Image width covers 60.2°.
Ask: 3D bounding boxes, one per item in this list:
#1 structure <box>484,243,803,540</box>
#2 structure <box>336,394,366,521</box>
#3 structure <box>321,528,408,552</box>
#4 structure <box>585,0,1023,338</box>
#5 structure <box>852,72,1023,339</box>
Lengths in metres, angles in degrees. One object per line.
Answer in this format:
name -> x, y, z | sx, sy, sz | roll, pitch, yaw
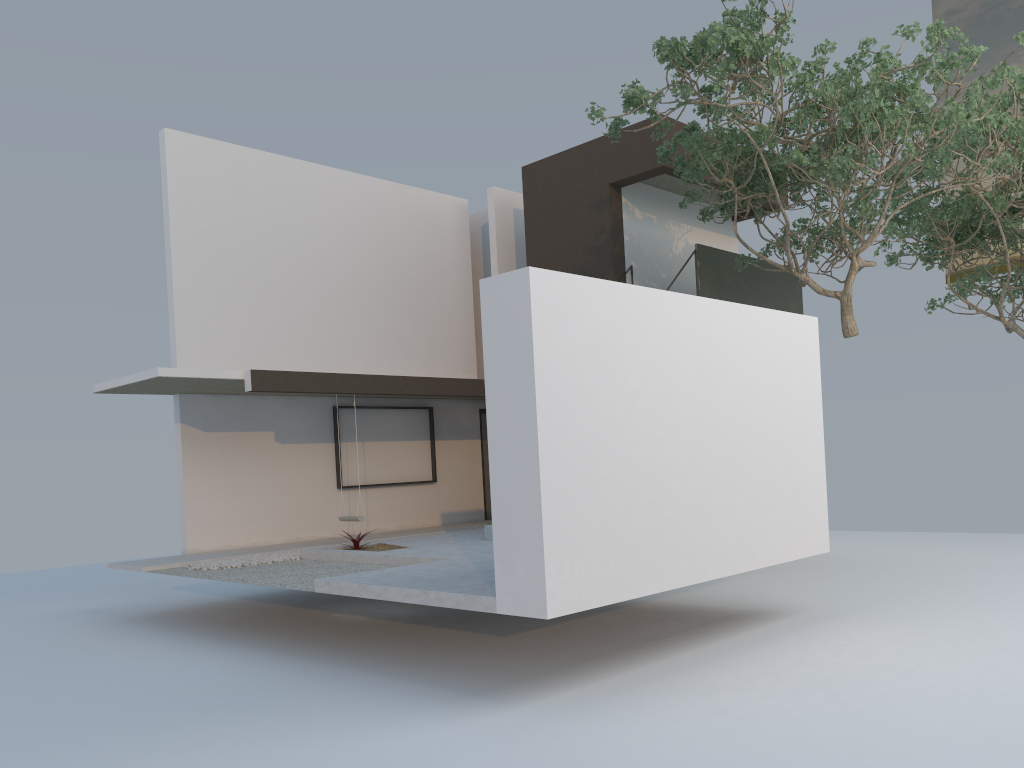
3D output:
structure -> 2.267, 0.015, 12.970 | 1.161, 3.946, 6.538 | -3, -3, 45
structure -> -2.249, 0.956, 12.137 | 0.463, 1.867, 0.128 | -3, 0, 45
structure -> -1.776, 1.950, 10.853 | 1.208, 0.291, 0.745 | -8, -7, 45
structure -> 3.806, -2.399, 10.603 | 4.345, 3.699, 5.745 | -4, -4, 25
structure -> 8.848, -2.404, 14.865 | 5.522, 4.701, 7.301 | -4, -4, 25
